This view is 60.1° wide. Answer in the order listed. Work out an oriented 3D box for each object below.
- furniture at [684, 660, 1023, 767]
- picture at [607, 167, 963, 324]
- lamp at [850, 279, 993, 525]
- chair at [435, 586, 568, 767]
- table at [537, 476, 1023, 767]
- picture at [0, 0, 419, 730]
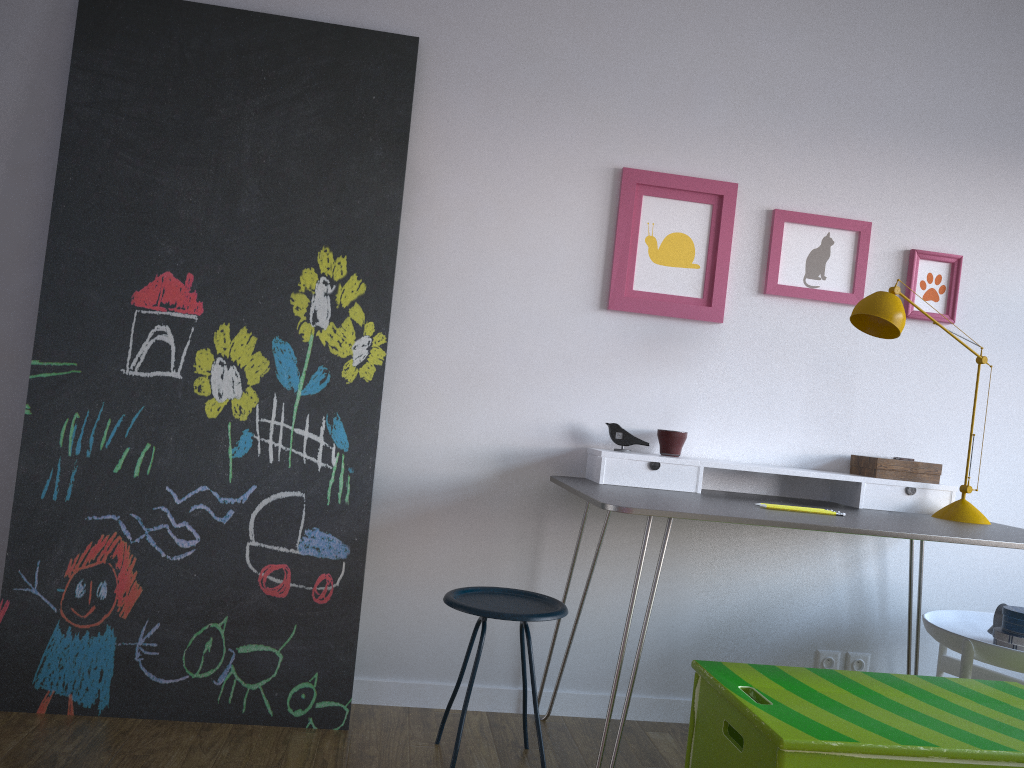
[{"bbox_3d":[0.817,0.874,1.836,0.813,0.419,0.481,6,0,-7],"label":"furniture"},{"bbox_3d":[0.889,-0.389,2.818,1.153,0.441,0.027,6,1,-7],"label":"picture"},{"bbox_3d":[1.189,0.053,2.546,0.559,0.666,0.161,6,1,-24],"label":"lamp"},{"bbox_3d":[-0.038,0.785,2.289,0.325,0.462,0.363,6,0,-7],"label":"chair"},{"bbox_3d":[0.778,0.722,2.443,1.336,0.759,0.806,6,0,-7],"label":"table"},{"bbox_3d":[-0.839,-0.077,2.497,0.958,2.021,0.207,6,1,-7],"label":"picture"}]
